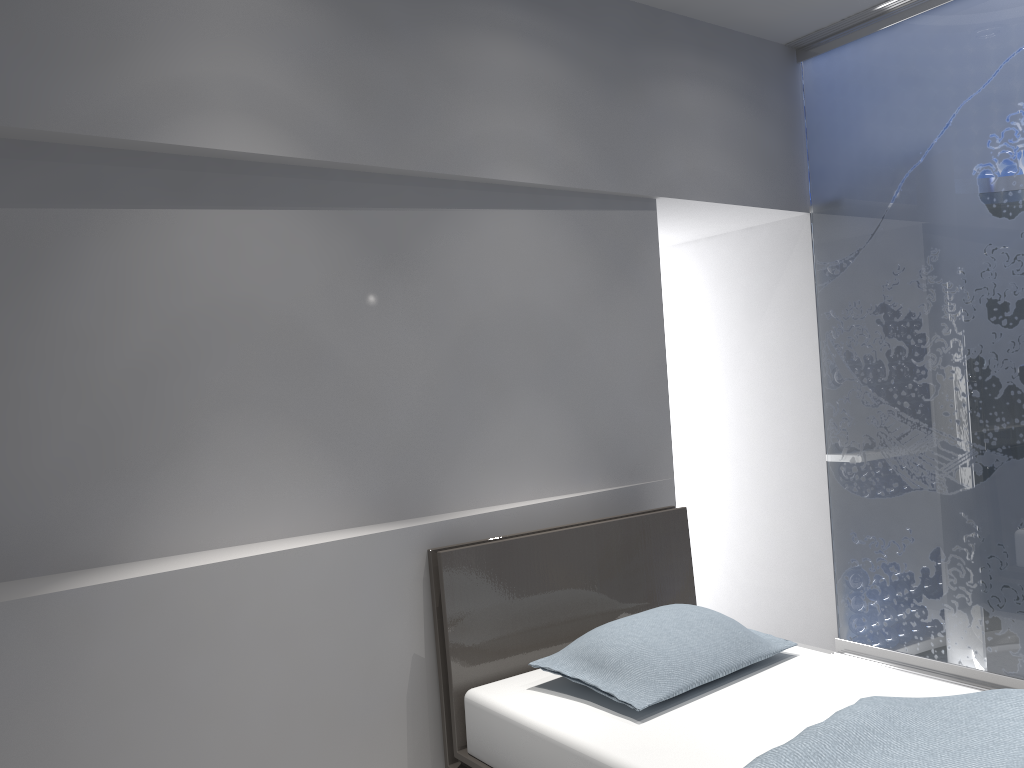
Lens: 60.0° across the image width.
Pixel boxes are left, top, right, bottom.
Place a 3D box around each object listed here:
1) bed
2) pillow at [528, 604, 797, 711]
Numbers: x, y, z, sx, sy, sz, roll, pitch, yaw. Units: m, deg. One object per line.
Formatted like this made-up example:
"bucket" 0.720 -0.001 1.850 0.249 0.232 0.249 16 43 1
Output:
"bed" 0.821 0.805 2.011 1.411 0.752 2.319 -4 0 -35
"pillow" 0.464 0.775 2.638 0.746 0.173 0.417 -4 0 -40
